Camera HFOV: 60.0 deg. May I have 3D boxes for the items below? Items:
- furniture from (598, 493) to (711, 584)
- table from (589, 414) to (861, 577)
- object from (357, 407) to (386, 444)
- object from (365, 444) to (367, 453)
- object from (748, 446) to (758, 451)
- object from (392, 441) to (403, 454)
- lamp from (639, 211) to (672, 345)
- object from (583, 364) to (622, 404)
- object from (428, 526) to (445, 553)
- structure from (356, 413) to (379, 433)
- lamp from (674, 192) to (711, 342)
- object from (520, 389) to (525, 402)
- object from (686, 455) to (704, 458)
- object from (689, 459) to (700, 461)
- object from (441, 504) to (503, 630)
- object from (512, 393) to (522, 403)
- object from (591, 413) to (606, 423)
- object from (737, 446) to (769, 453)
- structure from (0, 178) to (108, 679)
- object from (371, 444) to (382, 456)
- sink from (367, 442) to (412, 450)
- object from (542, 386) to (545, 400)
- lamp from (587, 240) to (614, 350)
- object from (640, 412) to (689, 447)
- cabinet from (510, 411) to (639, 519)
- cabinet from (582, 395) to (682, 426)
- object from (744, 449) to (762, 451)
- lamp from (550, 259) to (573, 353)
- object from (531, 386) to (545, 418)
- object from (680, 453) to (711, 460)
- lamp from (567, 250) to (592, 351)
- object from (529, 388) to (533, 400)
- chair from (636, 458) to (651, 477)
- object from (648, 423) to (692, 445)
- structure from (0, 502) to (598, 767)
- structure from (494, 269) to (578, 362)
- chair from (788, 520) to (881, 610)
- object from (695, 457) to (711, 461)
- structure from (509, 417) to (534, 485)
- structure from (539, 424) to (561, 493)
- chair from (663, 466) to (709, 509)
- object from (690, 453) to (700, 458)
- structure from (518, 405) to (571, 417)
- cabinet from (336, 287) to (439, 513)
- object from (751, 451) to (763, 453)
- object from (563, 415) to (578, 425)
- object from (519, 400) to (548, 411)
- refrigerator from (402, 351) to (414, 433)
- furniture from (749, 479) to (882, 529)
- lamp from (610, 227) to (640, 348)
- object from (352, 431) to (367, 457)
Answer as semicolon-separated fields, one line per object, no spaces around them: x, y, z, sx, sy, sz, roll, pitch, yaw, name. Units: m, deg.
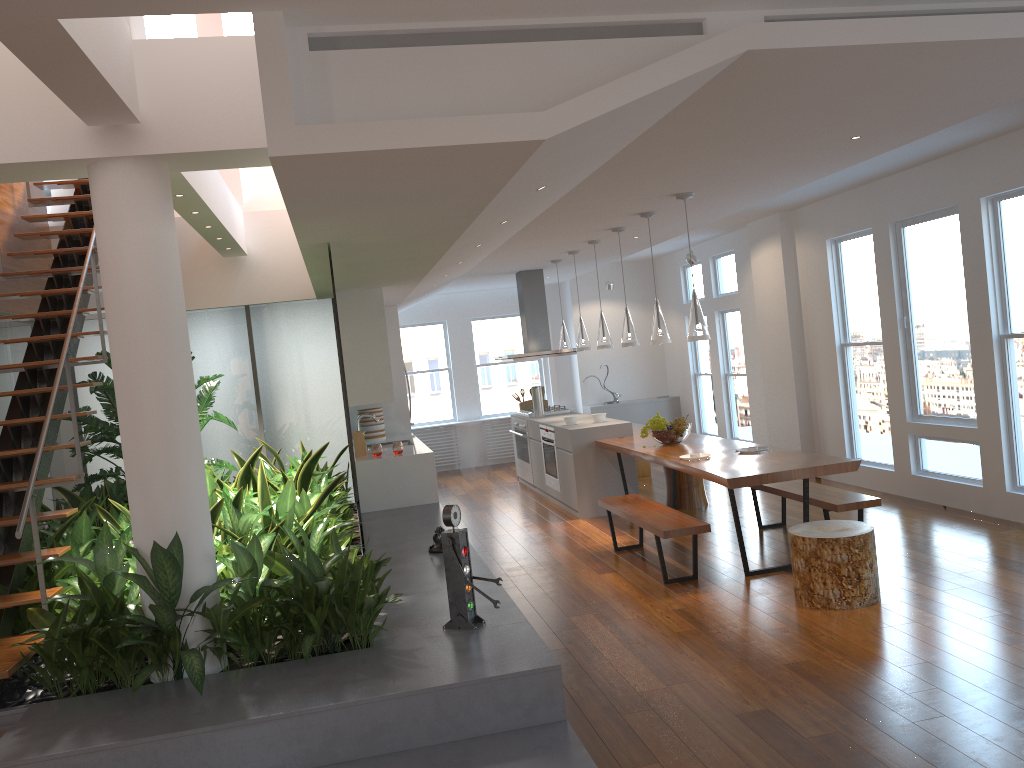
0.979;1.082;6.256;0.316;0.389;1.433;-7;2;-11;furniture
1.188;0.825;8.334;0.893;0.704;5.996;-7;2;-11;table
-1.484;0.441;9.380;0.267;0.356;0.266;-6;2;15;object
-1.419;0.563;8.324;0.100;0.170;0.173;-6;2;-9;object
1.727;0.468;6.357;0.079;0.030;0.070;-5;2;33;object
-1.008;0.564;7.827;0.094;0.106;0.094;-6;2;-5;object
1.070;-0.829;6.682;0.160;1.060;0.160;-6;2;16;lamp
1.282;0.006;12.418;0.590;0.563;0.210;-8;3;-39;object
-0.471;1.000;5.722;0.181;0.155;0.216;-4;3;44;object
-1.424;0.550;8.829;0.248;0.536;0.115;-7;2;-11;structure
1.207;-0.819;5.973;0.160;1.060;0.160;-6;2;16;lamp
0.142;0.204;10.947;0.055;0.299;0.027;-7;2;-11;object
1.308;0.525;6.326;0.124;0.011;0.124;-6;2;10;object
1.315;0.530;6.224;0.164;0.006;0.017;-6;2;-6;object
-0.185;0.826;4.027;0.318;0.565;0.134;-5;2;26;object
0.109;0.226;10.939;0.199;0.259;0.016;-6;2;0;object
0.843;0.330;8.584;0.152;0.082;0.152;-4;3;40;object
1.728;0.474;6.357;0.222;0.020;0.222;-7;2;-19;object
-2.268;-0.638;5.849;2.552;4.265;4.591;-7;2;-11;structure
-1.194;0.584;7.839;0.094;0.106;0.094;-6;2;-5;object
-1.208;0.724;8.844;0.449;0.192;0.666;-7;2;-11;sink
0.391;0.177;10.995;0.057;0.294;0.030;-7;2;-11;object
0.797;-0.850;8.102;0.160;1.060;0.160;-6;2;16;lamp
1.275;0.362;7.324;0.292;0.284;0.394;-4;3;43;object
0.591;0.780;9.641;0.597;0.832;2.936;-7;2;-11;cabinet
1.718;0.603;12.555;1.309;0.725;0.420;-7;2;-11;cabinet
1.728;0.478;6.357;0.124;0.011;0.124;-7;2;-28;object
0.524;-0.870;9.522;0.160;1.060;0.160;-6;2;16;lamp
0.303;0.200;10.047;0.120;0.356;0.172;-5;3;37;object
1.307;0.520;6.325;0.222;0.020;0.222;-5;2;30;object
0.660;-0.860;8.812;0.160;1.060;0.160;-6;2;16;lamp
0.259;0.191;10.969;0.061;0.299;0.040;-7;2;-13;object
1.396;0.864;10.500;0.344;0.430;0.549;-6;2;-7;chair
1.309;0.422;7.317;0.360;0.159;0.360;-4;3;43;object
-1.712;1.420;5.310;3.088;0.386;5.584;-7;2;-11;structure
0.236;-1.004;10.456;0.909;1.405;0.900;-7;2;-11;structure
1.835;1.022;5.057;0.460;0.400;0.460;-6;2;-1;chair
1.320;0.527;6.191;0.149;0.014;0.044;-7;2;-12;object
0.378;0.747;10.524;0.649;0.735;0.890;-7;2;-11;structure
0.398;0.751;9.090;0.072;0.648;0.644;-7;2;-11;structure
1.613;0.912;8.287;0.396;0.455;0.402;-7;2;-21;chair
1.307;0.514;6.325;0.079;0.030;0.070;-4;3;43;object
0.371;0.319;10.529;0.520;0.073;0.650;-7;2;-11;structure
-1.472;0.282;9.839;0.676;2.280;4.565;-7;2;-11;cabinet
1.761;0.473;6.255;0.158;0.017;0.019;-7;2;-16;object
0.576;0.357;8.659;0.152;0.082;0.152;-5;2;29;object
0.269;0.270;10.962;0.353;0.157;0.084;-7;2;-11;object
-1.535;0.480;10.586;0.725;1.772;0.908;-7;2;-11;refrigerator
2.143;0.948;6.478;0.316;0.389;1.433;-7;2;-11;furniture
0.934;-0.840;7.392;0.160;1.060;0.160;-6;2;16;lamp
-1.389;0.542;8.077;0.104;0.222;0.200;-7;2;-11;object
